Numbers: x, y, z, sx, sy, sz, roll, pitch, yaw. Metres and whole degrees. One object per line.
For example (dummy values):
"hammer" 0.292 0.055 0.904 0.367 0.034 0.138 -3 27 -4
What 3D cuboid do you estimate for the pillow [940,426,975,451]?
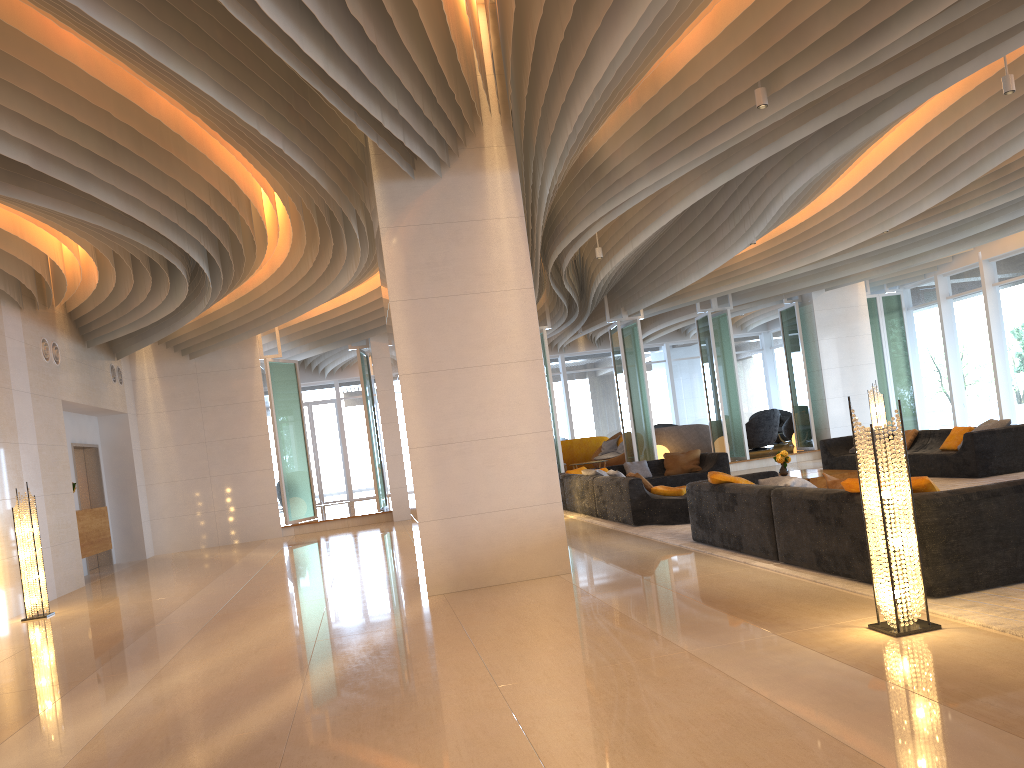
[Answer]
"pillow" 6.021 0.737 12.009 0.323 0.312 0.407 -7 -3 -8

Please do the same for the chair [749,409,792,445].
"chair" 7.510 1.198 25.234 1.516 1.005 1.139 -8 -2 2

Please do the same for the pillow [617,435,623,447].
"pillow" 2.763 1.438 21.616 0.376 0.422 0.599 -6 -3 -32

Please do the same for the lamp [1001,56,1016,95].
"lamp" 3.981 -3.132 7.273 0.090 1.505 0.088 -7 0 -38

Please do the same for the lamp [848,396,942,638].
"lamp" 1.899 0.640 4.473 0.251 1.197 0.249 -7 0 -11

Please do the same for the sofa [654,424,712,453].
"sofa" 4.037 1.468 21.678 2.530 0.900 1.125 -10 -4 39

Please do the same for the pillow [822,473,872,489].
"pillow" 2.461 0.807 6.194 0.446 0.409 0.600 -7 -3 -8

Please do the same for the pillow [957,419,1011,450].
"pillow" 6.115 0.663 11.509 0.544 0.377 0.643 -8 -3 12

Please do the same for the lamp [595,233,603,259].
"lamp" 1.081 -2.438 11.929 0.088 1.505 0.090 -8 0 34

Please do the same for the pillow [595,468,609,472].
"pillow" 1.339 1.399 13.070 0.329 0.335 0.417 -5 -3 -45

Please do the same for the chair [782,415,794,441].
"chair" 7.826 1.022 23.227 1.523 1.005 1.133 -7 -2 -8

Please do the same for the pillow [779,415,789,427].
"pillow" 7.852 1.063 25.275 0.500 0.408 0.468 -8 -2 17

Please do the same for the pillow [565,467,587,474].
"pillow" 1.140 1.530 14.606 0.414 0.316 0.337 -5 -3 -39

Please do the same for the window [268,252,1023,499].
"window" 8.114 -1.037 10.419 22.469 3.216 53.770 -4 -5 -45

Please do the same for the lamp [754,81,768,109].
"lamp" 1.832 -2.879 6.835 0.090 1.505 0.088 -7 0 -20

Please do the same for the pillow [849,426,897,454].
"pillow" 5.701 0.888 14.041 0.554 0.377 0.631 -6 -3 -32

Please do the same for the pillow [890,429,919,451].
"pillow" 5.824 0.844 13.212 0.324 0.312 0.406 -7 -3 -13

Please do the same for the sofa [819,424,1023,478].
"sofa" 5.801 0.981 12.747 0.946 0.581 3.765 -7 -4 -10

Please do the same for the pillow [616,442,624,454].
"pillow" 2.718 1.463 21.196 0.465 0.408 0.503 -7 -2 -8

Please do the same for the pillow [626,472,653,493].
"pillow" 1.623 1.233 10.955 0.330 0.311 0.422 -7 -3 -9

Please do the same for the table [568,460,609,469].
"table" 1.809 1.996 20.800 0.827 0.318 1.069 -6 -4 -29

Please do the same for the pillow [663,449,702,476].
"pillow" 2.880 1.321 14.979 0.635 0.377 0.551 -8 -3 11

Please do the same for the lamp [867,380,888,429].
"lamp" 6.233 0.654 15.046 0.251 1.450 0.249 -7 0 -11

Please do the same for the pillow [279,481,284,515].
"pillow" -5.237 2.397 18.148 1.527 1.004 1.131 -7 -2 -13

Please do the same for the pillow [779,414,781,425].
"pillow" 7.491 1.078 25.485 0.608 0.422 0.371 -7 -2 -8

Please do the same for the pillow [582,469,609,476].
"pillow" 1.350 1.382 12.730 0.550 0.376 0.648 -7 -3 -15

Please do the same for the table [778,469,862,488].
"table" 3.745 1.408 12.330 1.608 0.220 1.596 -7 -4 -11

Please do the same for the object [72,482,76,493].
"object" -6.325 1.575 12.616 0.268 0.496 0.234 -7 -1 -24

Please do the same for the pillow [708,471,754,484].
"pillow" 2.076 0.963 8.082 0.544 0.377 0.643 -8 -3 12

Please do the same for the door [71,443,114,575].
"door" -7.057 2.048 14.687 0.247 2.099 1.400 -7 -1 -10

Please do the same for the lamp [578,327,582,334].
"lamp" 1.485 -1.917 20.464 0.089 1.505 0.089 -7 0 -2

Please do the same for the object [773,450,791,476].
"object" 3.819 1.109 12.504 0.234 0.376 0.268 -8 -2 21

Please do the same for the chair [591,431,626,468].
"chair" 2.556 1.598 21.500 1.147 1.004 1.505 -7 -3 -23

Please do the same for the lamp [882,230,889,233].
"lamp" 5.276 -2.933 12.769 0.088 1.505 0.090 -8 0 34

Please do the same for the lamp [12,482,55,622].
"lamp" -5.149 1.774 9.467 0.251 1.450 0.249 -7 0 -11

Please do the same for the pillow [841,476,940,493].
"pillow" 2.490 0.739 5.550 0.554 0.377 0.631 -6 -3 -32

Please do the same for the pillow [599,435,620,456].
"pillow" 2.412 1.515 21.798 0.613 0.454 0.478 -10 -3 41

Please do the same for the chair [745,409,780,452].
"chair" 6.206 1.188 22.527 1.538 1.004 1.122 -5 -3 -38

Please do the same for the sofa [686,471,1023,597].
"sofa" 2.440 1.026 6.842 0.946 0.581 3.765 -7 -4 -10

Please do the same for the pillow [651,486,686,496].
"pillow" 1.919 1.281 10.695 0.406 0.135 0.421 -9 -4 23

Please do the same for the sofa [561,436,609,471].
"sofa" 1.361 1.886 22.658 2.585 0.900 1.101 -6 -3 -21

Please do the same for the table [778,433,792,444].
"table" 7.783 1.441 24.222 1.082 0.318 0.818 -7 -3 -4

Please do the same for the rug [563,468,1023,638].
"rug" 4.536 1.099 7.589 5.539 0.022 16.167 -7 -4 -10

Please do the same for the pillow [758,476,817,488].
"pillow" 2.299 0.935 7.214 0.422 0.376 0.585 -7 -3 -8

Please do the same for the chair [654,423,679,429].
"chair" 4.396 1.503 23.684 1.535 1.004 1.125 -6 -3 -28

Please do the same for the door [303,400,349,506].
"door" -5.324 1.906 24.067 1.466 2.769 0.060 -7 0 -11

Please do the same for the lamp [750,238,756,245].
"lamp" 3.260 -2.695 12.364 0.088 1.505 0.090 -8 0 34

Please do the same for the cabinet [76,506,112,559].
"cabinet" -6.393 2.191 12.961 0.562 0.661 1.505 -7 -3 -10

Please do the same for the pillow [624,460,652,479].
"pillow" 2.098 1.441 14.805 0.409 0.312 0.321 -7 -2 -9

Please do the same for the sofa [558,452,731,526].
"sofa" 2.452 1.379 12.655 2.838 0.652 5.072 -7 -4 -10

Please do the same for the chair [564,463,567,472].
"chair" 0.670 1.781 20.532 1.137 1.004 1.518 -7 -3 -3
